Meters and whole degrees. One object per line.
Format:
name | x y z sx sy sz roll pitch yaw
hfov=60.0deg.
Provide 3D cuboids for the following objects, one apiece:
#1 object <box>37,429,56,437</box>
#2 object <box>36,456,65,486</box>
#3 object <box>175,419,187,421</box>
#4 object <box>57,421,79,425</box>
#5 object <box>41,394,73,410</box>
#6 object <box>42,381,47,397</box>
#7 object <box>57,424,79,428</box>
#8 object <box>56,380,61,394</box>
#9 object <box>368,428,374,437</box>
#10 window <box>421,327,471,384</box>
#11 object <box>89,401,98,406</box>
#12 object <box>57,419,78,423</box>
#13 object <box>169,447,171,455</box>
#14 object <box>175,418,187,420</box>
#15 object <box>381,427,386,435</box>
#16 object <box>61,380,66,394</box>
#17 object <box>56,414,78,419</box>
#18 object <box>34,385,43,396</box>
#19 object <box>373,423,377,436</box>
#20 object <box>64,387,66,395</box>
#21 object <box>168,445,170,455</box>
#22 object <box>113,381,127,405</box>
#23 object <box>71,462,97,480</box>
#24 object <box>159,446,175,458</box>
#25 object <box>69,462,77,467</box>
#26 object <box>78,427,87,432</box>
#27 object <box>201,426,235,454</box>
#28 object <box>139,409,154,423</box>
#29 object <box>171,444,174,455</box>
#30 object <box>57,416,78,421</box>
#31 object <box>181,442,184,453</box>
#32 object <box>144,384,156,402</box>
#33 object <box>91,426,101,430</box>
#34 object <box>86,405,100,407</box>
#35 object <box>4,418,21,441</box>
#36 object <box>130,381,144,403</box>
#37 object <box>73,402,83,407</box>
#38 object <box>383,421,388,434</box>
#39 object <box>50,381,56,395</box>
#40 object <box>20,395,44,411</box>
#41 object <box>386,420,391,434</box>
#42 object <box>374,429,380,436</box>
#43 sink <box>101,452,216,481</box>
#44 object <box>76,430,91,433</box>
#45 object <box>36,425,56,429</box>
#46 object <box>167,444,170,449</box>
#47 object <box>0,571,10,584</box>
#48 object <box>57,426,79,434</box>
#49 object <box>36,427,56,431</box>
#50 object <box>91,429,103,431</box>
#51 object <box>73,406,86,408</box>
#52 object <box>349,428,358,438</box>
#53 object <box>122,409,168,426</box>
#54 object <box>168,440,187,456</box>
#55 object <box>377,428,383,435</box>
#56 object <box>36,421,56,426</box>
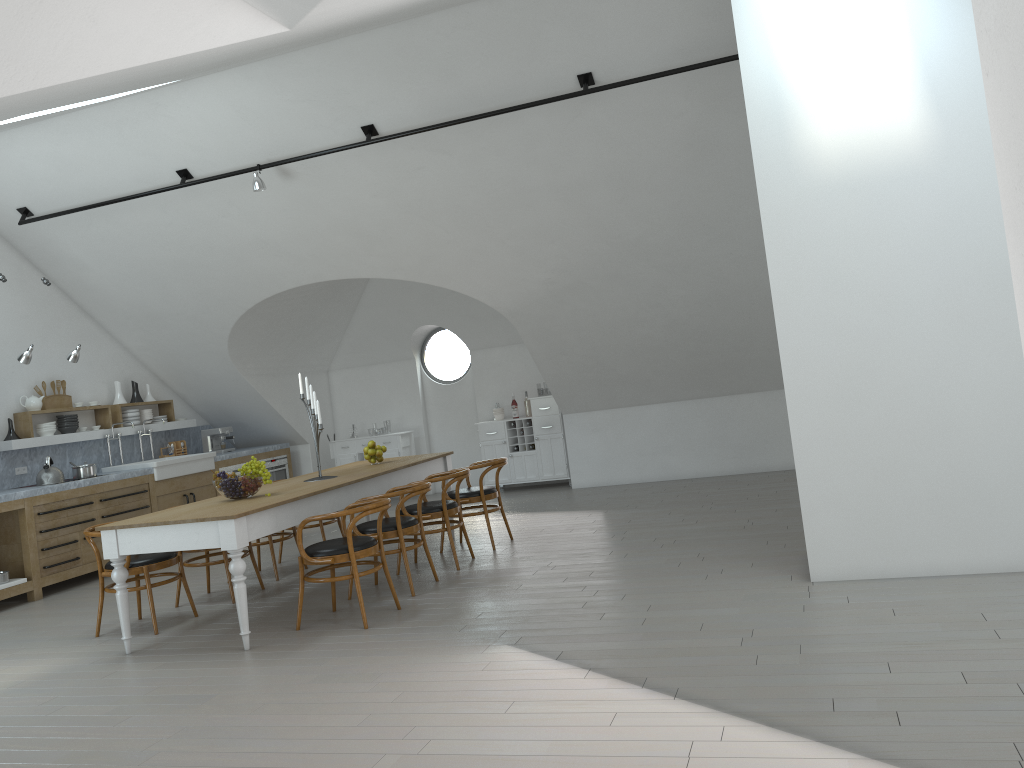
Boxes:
object | -4.763 0.504 9.075 0.181 0.064 0.181 -8 0 41
object | -4.407 0.820 8.443 0.246 0.268 0.246 -8 -1 28
object | -4.135 0.455 10.998 0.213 0.025 0.213 -7 0 6
object | -4.675 0.435 9.346 0.205 0.086 0.205 -7 0 -29
object | -4.774 0.189 9.289 0.084 0.158 0.354 -8 -1 18
object | -4.831 0.116 9.182 0.027 0.299 0.055 -8 -2 18
object | -4.678 0.463 9.344 0.205 0.086 0.205 -7 0 -34
object | -4.764 0.108 9.322 0.019 0.299 0.057 -8 -2 18
object | -1.882 0.649 11.827 0.081 0.105 0.082 -8 -1 32
window | -0.884 -0.399 12.280 0.899 0.900 0.060 -8 -2 18
object | -4.600 0.220 9.748 0.098 0.049 0.098 -7 0 16
object | -4.683 0.413 9.348 0.205 0.072 0.205 -7 0 6
object | -4.108 0.830 10.663 0.019 0.179 0.044 -7 -2 -17
object | -4.136 0.446 10.999 0.213 0.025 0.213 -7 0 6
object | -1.714 0.631 11.846 0.071 0.099 0.071 -8 -2 42
object | -4.746 0.107 9.383 0.039 0.298 0.068 -8 -2 18
object | -4.695 0.361 9.353 0.205 0.080 0.206 -7 0 21
object | -4.838 0.134 9.146 0.016 0.259 0.199 -8 -2 29
object | -1.836 0.611 11.893 0.048 0.169 0.048 -7 -2 6
object | -4.751 0.108 9.424 0.030 0.294 0.057 -8 -2 18
object | -4.125 0.823 10.674 0.019 0.196 0.022 -7 -2 7
object | -4.488 0.100 10.120 0.156 0.268 0.156 -7 -1 7
object | -4.253 0.867 8.898 0.232 0.170 0.394 -7 0 -2
object | -4.150 0.841 10.653 0.100 0.171 0.173 -8 -1 20
object | -4.313 0.848 8.833 0.235 0.167 0.051 -7 -2 13
object | -4.628 0.493 9.551 0.098 0.049 0.098 -7 0 16
object | -3.657 0.711 11.206 0.386 0.320 0.324 -8 -1 18
object | -4.301 0.382 10.426 0.158 0.160 0.154 -6 -1 -44
object | -4.090 0.816 10.684 0.040 0.192 0.042 -6 -2 -35
object | -4.689 0.389 9.353 0.205 0.084 0.205 -7 -1 -44
object | -4.045 0.810 10.888 0.040 0.192 0.042 -7 -2 -21
object | -4.338 0.107 10.584 0.156 0.218 0.156 -7 -1 0
object | -4.568 0.486 9.733 0.098 0.049 0.098 -7 0 16
object | -4.597 0.243 9.747 0.163 0.012 0.164 -7 0 36
object | -4.918 0.443 8.702 0.156 0.218 0.156 -7 -1 0
object | -4.402 0.090 10.368 0.156 0.268 0.156 -8 -2 23
object | -4.667 0.228 9.545 0.098 0.049 0.098 -7 0 16
object | -1.693 0.588 11.912 0.054 0.179 0.054 -7 -2 -4
object | -4.793 0.112 9.295 0.040 0.299 0.061 -8 -2 16
object | -4.864 0.195 8.993 0.174 0.169 0.168 -7 -1 2
object | -1.650 0.578 11.866 0.063 0.187 0.063 -7 -2 4
object | -1.795 0.648 11.837 0.077 0.085 0.077 -7 -1 6
sink | -3.894 0.940 9.855 0.726 0.202 1.021 -7 0 18
object | -4.625 0.517 9.550 0.163 0.012 0.164 -7 0 36
object | -4.768 0.458 9.078 0.181 0.069 0.181 -8 0 36
object | -4.136 0.821 10.699 0.040 0.192 0.042 -6 -2 -34
object | -4.408 1.652 7.555 0.260 0.113 0.153 -7 -1 18
object | -4.675 0.489 9.344 0.205 0.072 0.205 -7 0 6
object | -4.766 0.482 9.075 0.181 0.065 0.181 -7 0 -34
object | -4.565 0.509 9.732 0.163 0.012 0.164 -7 0 36
object | -4.664 0.251 9.544 0.163 0.012 0.164 -7 0 36
object | -2.174 0.674 12.171 0.101 0.138 0.067 -8 -2 18
object | -4.324 0.387 10.432 0.197 0.196 0.657 -8 0 18
object | -4.094 0.809 10.868 0.104 0.223 0.200 -8 -1 18
object | -1.763 0.640 11.923 0.094 0.093 0.093 -7 -1 6
object | -4.771 0.430 9.080 0.181 0.076 0.180 -7 0 -34
